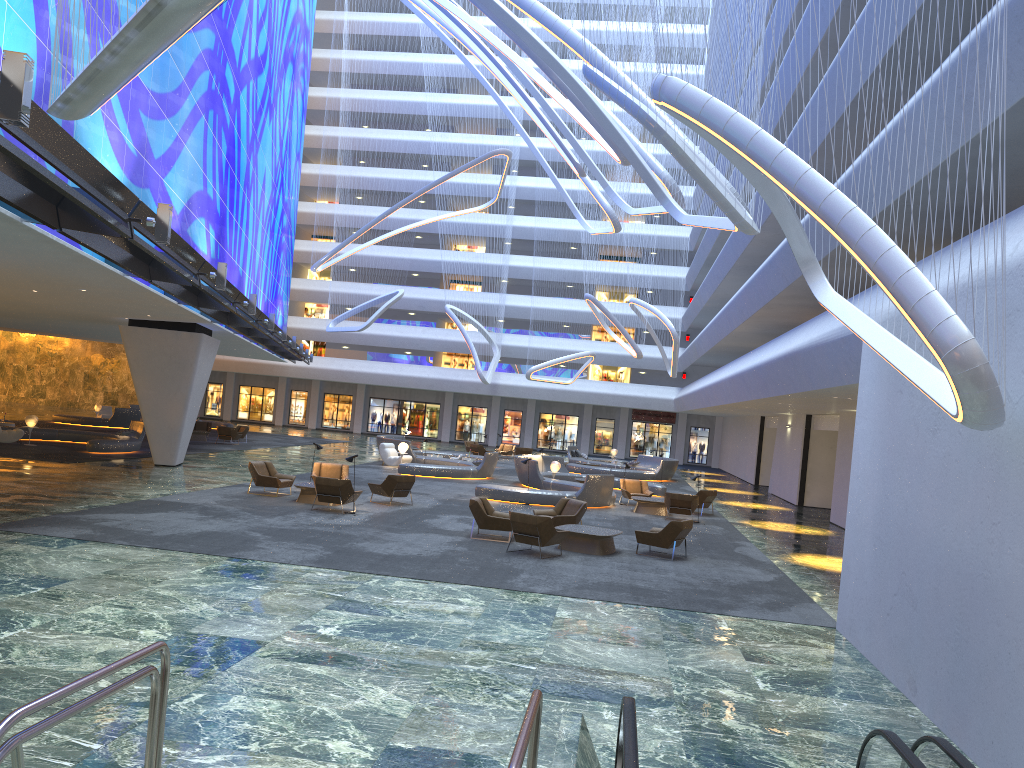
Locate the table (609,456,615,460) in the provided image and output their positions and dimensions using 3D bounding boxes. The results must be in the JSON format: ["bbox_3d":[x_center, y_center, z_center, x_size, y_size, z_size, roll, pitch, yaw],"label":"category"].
[{"bbox_3d":[5.399,4.198,47.729,0.418,0.595,0.427,6,-1,-39],"label":"table"}]

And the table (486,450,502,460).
[{"bbox_3d":[-1.261,3.626,45.308,1.201,0.392,1.205,4,-2,43],"label":"table"}]

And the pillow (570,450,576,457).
[{"bbox_3d":[3.316,3.699,47.088,0.295,0.369,0.770,5,-1,20],"label":"pillow"}]

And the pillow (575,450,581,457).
[{"bbox_3d":[3.528,3.694,47.097,0.315,0.386,0.786,5,-1,23],"label":"pillow"}]

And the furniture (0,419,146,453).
[{"bbox_3d":[-17.202,1.395,30.580,9.915,0.969,5.193,4,-2,24],"label":"furniture"}]

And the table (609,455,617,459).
[{"bbox_3d":[5.583,4.262,48.983,0.418,0.595,0.427,5,0,-19],"label":"table"}]

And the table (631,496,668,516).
[{"bbox_3d":[3.998,3.503,25.433,1.202,0.392,1.204,5,-2,7],"label":"table"}]

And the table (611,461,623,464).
[{"bbox_3d":[5.478,4.276,46.333,0.671,0.406,0.674,5,-1,3],"label":"table"}]

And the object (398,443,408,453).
[{"bbox_3d":[-4.078,2.393,33.276,0.367,0.387,0.318,5,-1,-11],"label":"object"}]

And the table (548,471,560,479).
[{"bbox_3d":[1.388,3.291,30.075,0.418,0.595,0.428,5,0,6],"label":"table"}]

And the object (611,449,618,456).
[{"bbox_3d":[5.659,3.777,49.023,0.367,0.387,0.318,5,-1,-11],"label":"object"}]

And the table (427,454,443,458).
[{"bbox_3d":[-3.281,3.205,37.638,0.672,0.406,0.672,5,-1,27],"label":"table"}]

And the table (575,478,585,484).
[{"bbox_3d":[2.768,3.558,30.952,1.202,0.392,1.204,5,-2,7],"label":"table"}]

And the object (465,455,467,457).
[{"bbox_3d":[-1.956,3.069,37.774,0.071,0.118,0.151,5,-1,17],"label":"object"}]

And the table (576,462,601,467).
[{"bbox_3d":[3.629,3.979,42.150,1.202,0.392,1.204,5,-2,7],"label":"table"}]

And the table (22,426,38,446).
[{"bbox_3d":[-15.652,1.685,28.790,0.427,0.595,0.418,5,0,6],"label":"table"}]

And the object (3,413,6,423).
[{"bbox_3d":[-18.810,1.249,32.845,0.076,0.356,0.066,5,0,-1],"label":"object"}]

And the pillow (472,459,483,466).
[{"bbox_3d":[-1.017,2.901,32.509,0.692,0.262,0.878,5,-2,16],"label":"pillow"}]

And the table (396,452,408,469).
[{"bbox_3d":[-4.153,2.878,33.236,0.418,0.595,0.427,5,0,-19],"label":"table"}]

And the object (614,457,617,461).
[{"bbox_3d":[5.425,3.940,46.408,0.131,0.252,0.103,5,0,-10],"label":"object"}]

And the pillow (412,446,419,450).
[{"bbox_3d":[-4.439,2.862,39.458,0.444,0.207,0.444,6,-2,-31],"label":"pillow"}]

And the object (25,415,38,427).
[{"bbox_3d":[-15.631,1.195,28.833,0.318,0.387,0.367,5,-1,14],"label":"object"}]

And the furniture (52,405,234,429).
[{"bbox_3d":[-19.222,1.692,46.369,5.179,0.969,9.941,5,-2,24],"label":"furniture"}]

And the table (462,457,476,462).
[{"bbox_3d":[-1.774,3.346,37.731,0.674,0.406,0.670,6,-1,-31],"label":"table"}]

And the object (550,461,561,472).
[{"bbox_3d":[1.478,2.807,30.098,0.366,0.387,0.318,5,-1,14],"label":"object"}]

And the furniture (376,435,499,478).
[{"bbox_3d":[-3.160,2.834,35.417,5.185,0.969,9.930,5,-2,-1],"label":"furniture"}]

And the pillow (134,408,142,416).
[{"bbox_3d":[-20.436,1.549,48.426,0.281,0.417,0.759,5,-1,0],"label":"pillow"}]

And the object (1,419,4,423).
[{"bbox_3d":[-18.810,1.364,32.693,0.151,0.118,0.071,4,-1,42],"label":"object"}]

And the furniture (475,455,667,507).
[{"bbox_3d":[1.675,3.087,29.094,5.179,0.969,9.941,5,-2,24],"label":"furniture"}]

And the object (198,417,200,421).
[{"bbox_3d":[-16.960,1.882,47.991,0.066,0.356,0.076,5,0,-1],"label":"object"}]

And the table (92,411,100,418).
[{"bbox_3d":[-21.024,1.679,44.794,0.418,0.595,0.428,5,0,6],"label":"table"}]

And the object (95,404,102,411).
[{"bbox_3d":[-20.935,1.195,44.816,0.366,0.387,0.318,5,-1,14],"label":"object"}]

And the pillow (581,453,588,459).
[{"bbox_3d":[3.760,3.816,47.361,0.872,0.280,0.686,4,-2,44],"label":"pillow"}]

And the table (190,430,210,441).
[{"bbox_3d":[-13.908,2.266,38.854,1.205,0.392,1.202,6,-2,-28],"label":"table"}]

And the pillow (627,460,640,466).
[{"bbox_3d":[5.963,3.877,43.480,0.693,0.262,0.876,6,-2,-31],"label":"pillow"}]

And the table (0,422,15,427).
[{"bbox_3d":[-18.707,1.641,32.862,0.671,0.406,0.673,5,-1,-6],"label":"table"}]

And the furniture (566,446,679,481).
[{"bbox_3d":[5.300,3.868,43.795,5.184,0.969,9.932,5,-2,4],"label":"furniture"}]

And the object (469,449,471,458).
[{"bbox_3d":[-1.812,2.965,37.848,0.066,0.356,0.076,5,0,-26],"label":"object"}]

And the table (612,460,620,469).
[{"bbox_3d":[5.017,4.018,42.973,0.418,0.595,0.428,5,0,3],"label":"table"}]
